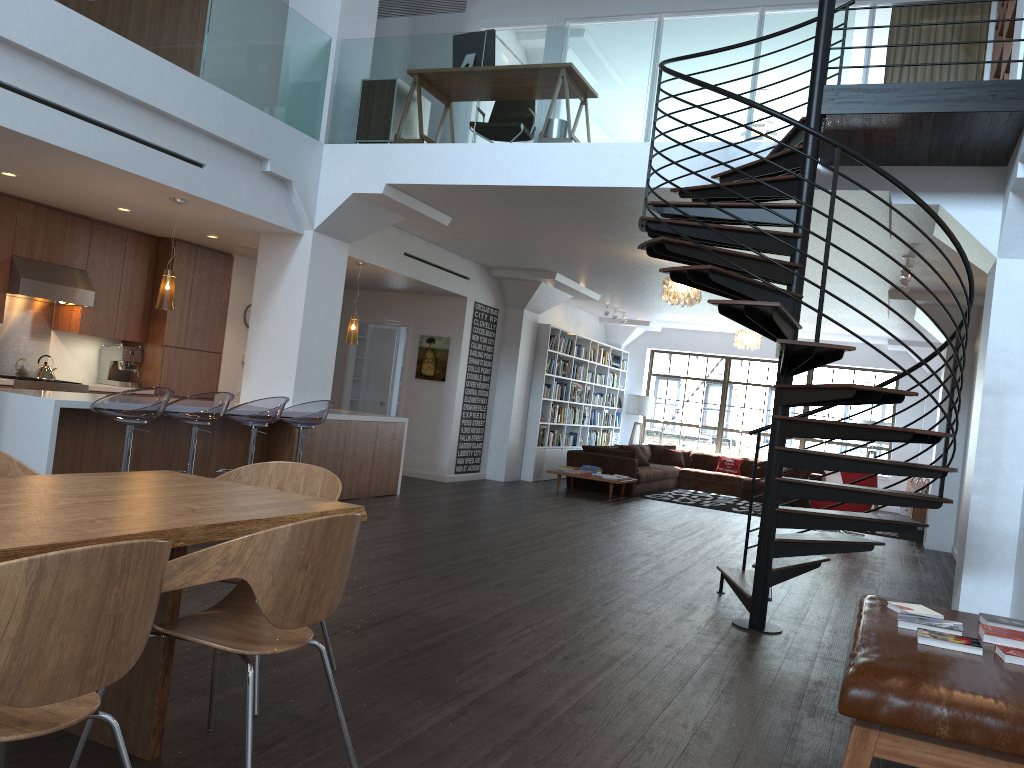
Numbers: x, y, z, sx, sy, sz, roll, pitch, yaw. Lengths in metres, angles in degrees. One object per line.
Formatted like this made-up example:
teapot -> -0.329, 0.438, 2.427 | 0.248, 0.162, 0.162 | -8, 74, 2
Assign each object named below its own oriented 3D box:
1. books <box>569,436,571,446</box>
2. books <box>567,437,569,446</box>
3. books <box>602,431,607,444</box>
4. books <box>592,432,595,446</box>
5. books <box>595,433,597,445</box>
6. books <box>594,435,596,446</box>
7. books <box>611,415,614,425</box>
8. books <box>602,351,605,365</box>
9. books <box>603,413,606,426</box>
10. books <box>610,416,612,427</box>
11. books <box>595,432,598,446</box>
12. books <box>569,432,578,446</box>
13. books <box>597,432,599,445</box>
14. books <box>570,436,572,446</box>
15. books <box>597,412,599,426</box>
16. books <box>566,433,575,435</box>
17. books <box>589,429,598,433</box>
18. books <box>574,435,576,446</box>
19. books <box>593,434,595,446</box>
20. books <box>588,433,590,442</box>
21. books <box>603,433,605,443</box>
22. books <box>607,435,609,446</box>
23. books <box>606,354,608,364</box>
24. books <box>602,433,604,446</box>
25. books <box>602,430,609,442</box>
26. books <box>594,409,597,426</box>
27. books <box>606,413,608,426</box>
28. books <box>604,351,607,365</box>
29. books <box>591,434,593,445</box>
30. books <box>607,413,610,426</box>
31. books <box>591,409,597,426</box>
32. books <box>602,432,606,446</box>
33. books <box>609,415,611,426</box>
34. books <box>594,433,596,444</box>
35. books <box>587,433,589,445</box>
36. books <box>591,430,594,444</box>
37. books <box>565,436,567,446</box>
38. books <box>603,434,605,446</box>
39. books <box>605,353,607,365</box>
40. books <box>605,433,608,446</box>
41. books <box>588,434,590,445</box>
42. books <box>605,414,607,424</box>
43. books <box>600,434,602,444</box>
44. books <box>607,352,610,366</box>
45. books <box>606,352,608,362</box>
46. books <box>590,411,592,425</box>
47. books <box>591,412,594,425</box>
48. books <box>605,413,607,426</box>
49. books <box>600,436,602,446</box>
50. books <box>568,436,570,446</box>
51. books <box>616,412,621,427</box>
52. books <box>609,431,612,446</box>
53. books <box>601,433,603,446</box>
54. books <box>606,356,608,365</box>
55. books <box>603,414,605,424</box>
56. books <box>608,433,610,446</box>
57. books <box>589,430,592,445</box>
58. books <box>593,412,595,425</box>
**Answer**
books -> 0.936, 0.967, 15.038 | 0.107, 0.167, 0.017 | 6, -1, 23
books -> 0.898, 0.967, 14.958 | 0.110, 0.153, 0.019 | 6, -1, 23
books -> 1.695, 1.030, 16.904 | 0.198, 0.284, 0.066 | 6, -1, 23
books -> 1.403, 0.998, 16.170 | 0.183, 0.253, 0.034 | 6, -1, 23
books -> 1.458, 1.014, 16.315 | 0.174, 0.240, 0.045 | 6, -1, 23
books -> 1.450, 1.021, 16.280 | 0.161, 0.223, 0.027 | 6, -1, 23
books -> 1.860, 0.702, 17.170 | 0.168, 0.228, 0.139 | 6, -1, 23
books -> 1.611, -0.482, 16.281 | 0.171, 0.246, 0.057 | 6, -1, 23
books -> 1.666, 0.657, 16.691 | 0.174, 0.251, 0.051 | 6, -1, 23
books -> 1.831, 0.708, 17.087 | 0.161, 0.221, 0.035 | 6, -1, 22
books -> 1.484, 1.011, 16.347 | 0.183, 0.253, 0.034 | 6, -1, 23
books -> 1.054, 0.953, 15.351 | 0.140, 0.231, 0.042 | 6, -1, 23
books -> 1.509, 1.012, 16.427 | 0.180, 0.259, 0.060 | 6, -1, 23
books -> 0.948, 0.966, 15.088 | 0.126, 0.173, 0.032 | 6, -1, 23
books -> 1.506, 0.638, 16.313 | 0.174, 0.242, 0.105 | 6, -1, 23
books -> 0.996, 0.960, 15.253 | 0.146, 0.202, 0.027 | 6, -1, 23
books -> 1.491, 0.994, 16.383 | 0.176, 0.290, 0.036 | 6, -1, 23
books -> 1.023, 0.963, 15.271 | 0.146, 0.202, 0.027 | 6, -1, 23
books -> 1.419, 1.001, 16.200 | 0.183, 0.253, 0.034 | 6, -1, 23
books -> 1.289, 0.987, 15.922 | 0.174, 0.240, 0.045 | 6, -1, 23
books -> 1.648, 1.044, 16.785 | 0.174, 0.240, 0.048 | 6, -1, 23
books -> 1.774, 1.080, 17.040 | 0.144, 0.207, 0.048 | 6, -1, 23
books -> 1.675, -0.469, 16.457 | 0.174, 0.240, 0.045 | 6, -1, 23
books -> 1.629, 1.034, 16.710 | 0.183, 0.253, 0.037 | 6, -1, 23
books -> 1.767, 1.033, 16.996 | 0.140, 0.298, 0.044 | 6, -1, 23
books -> 1.469, 0.607, 16.235 | 0.176, 0.293, 0.125 | 6, -1, 23
books -> 1.727, 0.671, 16.853 | 0.171, 0.246, 0.036 | 6, -1, 23
books -> 1.642, -0.481, 16.358 | 0.183, 0.253, 0.034 | 6, -1, 23
books -> 1.377, 1.009, 16.091 | 0.161, 0.223, 0.026 | 6, -1, 23
books -> 1.775, 0.675, 16.964 | 0.183, 0.253, 0.042 | 6, -1, 23
books -> 1.441, 0.604, 16.179 | 0.197, 0.290, 0.136 | 6, -1, 23
books -> 1.686, 1.043, 16.844 | 0.183, 0.253, 0.037 | 6, -1, 23
books -> 1.803, 0.695, 17.022 | 0.161, 0.223, 0.032 | 6, -1, 23
books -> 1.434, 1.007, 16.242 | 0.171, 0.246, 0.057 | 6, -1, 23
books -> 1.275, 0.978, 15.886 | 0.183, 0.253, 0.034 | 6, -1, 23
books -> 1.388, 0.977, 16.131 | 0.176, 0.290, 0.053 | 6, -1, 23
books -> 0.850, 0.948, 14.859 | 0.128, 0.178, 0.022 | 6, -1, 23
books -> 1.671, 1.042, 16.816 | 0.160, 0.250, 0.027 | 6, -1, 23
books -> 1.658, -0.479, 16.387 | 0.183, 0.253, 0.034 | 6, -1, 23
books -> 1.728, 1.053, 16.956 | 0.189, 0.247, 0.057 | 6, -1, 23
books -> 1.312, 0.999, 15.950 | 0.161, 0.223, 0.026 | 6, -1, 23
books -> 1.696, 0.677, 16.754 | 0.161, 0.223, 0.030 | 6, -1, 23
books -> 1.579, 1.030, 16.597 | 0.171, 0.246, 0.061 | 6, -1, 23
books -> 1.711, -0.471, 16.512 | 0.183, 0.253, 0.034 | 6, -1, 23
books -> 1.667, -0.477, 16.419 | 0.183, 0.253, 0.034 | 6, -1, 23
books -> 1.336, 0.604, 15.905 | 0.182, 0.255, 0.077 | 6, -1, 23
books -> 1.376, 0.616, 15.998 | 0.174, 0.243, 0.085 | 6, -1, 23
books -> 1.698, 0.665, 16.791 | 0.183, 0.253, 0.039 | 6, -1, 23
books -> 1.593, 1.040, 16.645 | 0.168, 0.231, 0.040 | 6, -1, 23
books -> 0.911, 0.963, 14.993 | 0.120, 0.167, 0.020 | 6, -1, 23
books -> 2.057, 0.702, 17.611 | 0.176, 0.290, 0.053 | 6, -1, 23
books -> 1.832, 1.048, 17.206 | 0.176, 0.290, 0.053 | 6, -1, 23
books -> 1.612, 1.031, 16.679 | 0.183, 0.253, 0.036 | 6, -1, 23
books -> 1.697, -0.471, 16.486 | 0.160, 0.250, 0.026 | 6, -1, 23
books -> 1.648, 0.670, 16.654 | 0.161, 0.223, 0.030 | 6, -1, 23
books -> 1.800, 1.065, 17.128 | 0.171, 0.246, 0.057 | 6, -1, 23
books -> 1.337, 0.972, 16.033 | 0.198, 0.284, 0.066 | 6, -1, 23
books -> 1.414, 0.618, 16.076 | 0.182, 0.253, 0.098 | 6, -1, 23
